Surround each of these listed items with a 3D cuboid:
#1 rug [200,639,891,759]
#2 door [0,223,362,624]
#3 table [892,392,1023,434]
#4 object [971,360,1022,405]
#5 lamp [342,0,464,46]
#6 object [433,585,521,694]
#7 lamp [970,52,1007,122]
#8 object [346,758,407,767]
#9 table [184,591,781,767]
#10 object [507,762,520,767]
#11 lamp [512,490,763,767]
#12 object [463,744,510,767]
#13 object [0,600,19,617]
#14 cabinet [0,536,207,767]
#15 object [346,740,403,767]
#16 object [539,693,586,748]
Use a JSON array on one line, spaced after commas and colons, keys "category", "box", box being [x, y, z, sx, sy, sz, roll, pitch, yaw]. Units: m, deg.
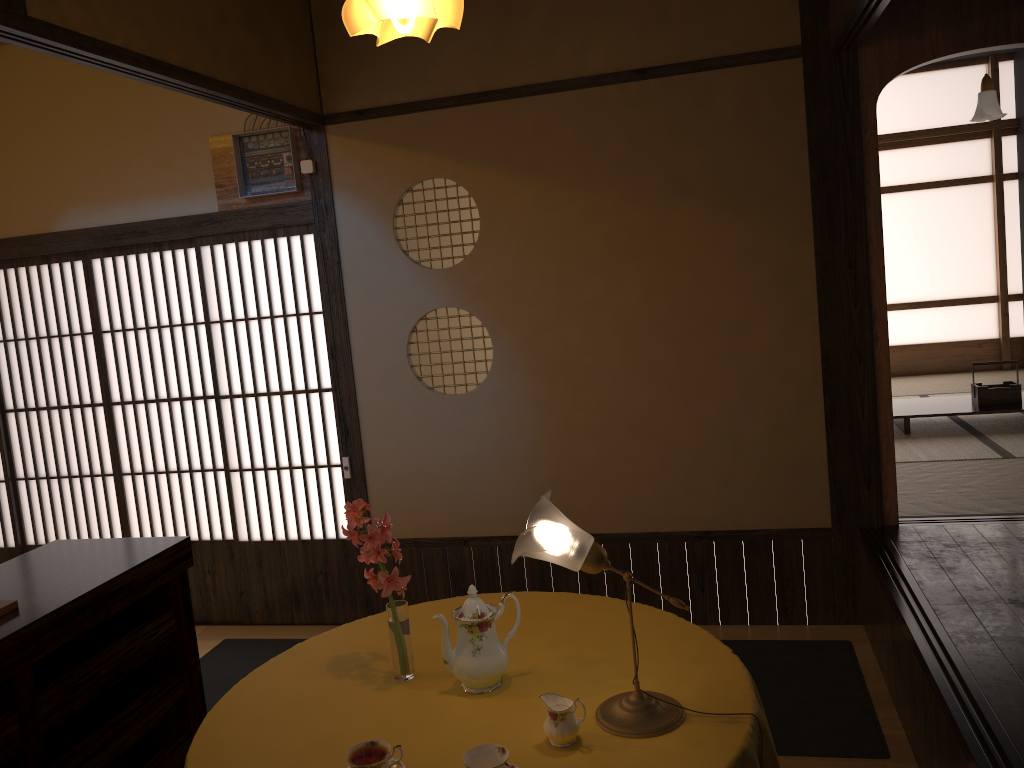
[{"category": "rug", "box": [-0.102, 1.243, 3.648, 2.953, 0.005, 0.905, -4, 8, 13]}, {"category": "door", "box": [-2.115, 0.295, 4.686, 2.647, 1.995, 0.066, -4, 6, 13]}, {"category": "table", "box": [2.896, 0.182, 5.674, 1.199, 0.118, 0.602, -4, 8, 13]}, {"category": "object", "box": [3.061, -0.016, 5.611, 0.260, 0.258, 0.151, -4, 6, 14]}, {"category": "lamp", "box": [-0.279, -1.185, 1.948, 0.249, 0.808, 0.278, -1, 7, 35]}, {"category": "object", "box": [-0.079, 0.608, 2.154, 0.163, 0.252, 0.154, -2, 7, 27]}, {"category": "lamp", "box": [2.890, -2.019, 5.412, 0.196, 0.796, 0.226, -3, 6, 21]}, {"category": "object", "box": [-0.279, 0.794, 1.767, 0.144, 0.024, 0.144, -9, 8, -26]}, {"category": "table", "box": [-0.059, 1.083, 2.159, 1.443, 0.693, 1.448, -4, 7, 14]}, {"category": "object", "box": [-0.044, 0.778, 1.710, 0.144, 0.024, 0.144, -9, 8, -26]}, {"category": "lamp", "box": [0.295, 0.819, 1.958, 0.511, 1.199, 0.198, -4, 6, 14]}, {"category": "object", "box": [-0.047, 0.747, 1.703, 0.090, 0.075, 0.099, -6, 7, -2]}, {"category": "object", "box": [-1.479, 0.633, 1.771, 0.267, 0.020, 1.001, -4, 8, 14]}, {"category": "cabinet", "box": [-1.428, 1.126, 1.789, 0.489, 0.968, 2.194, -4, 7, 14]}, {"category": "object", "box": [-0.279, 0.762, 1.761, 0.099, 0.075, 0.090, 0, 9, 38]}, {"category": "object", "box": [0.106, 0.705, 1.872, 0.083, 0.097, 0.078, -8, 7, -17]}]
